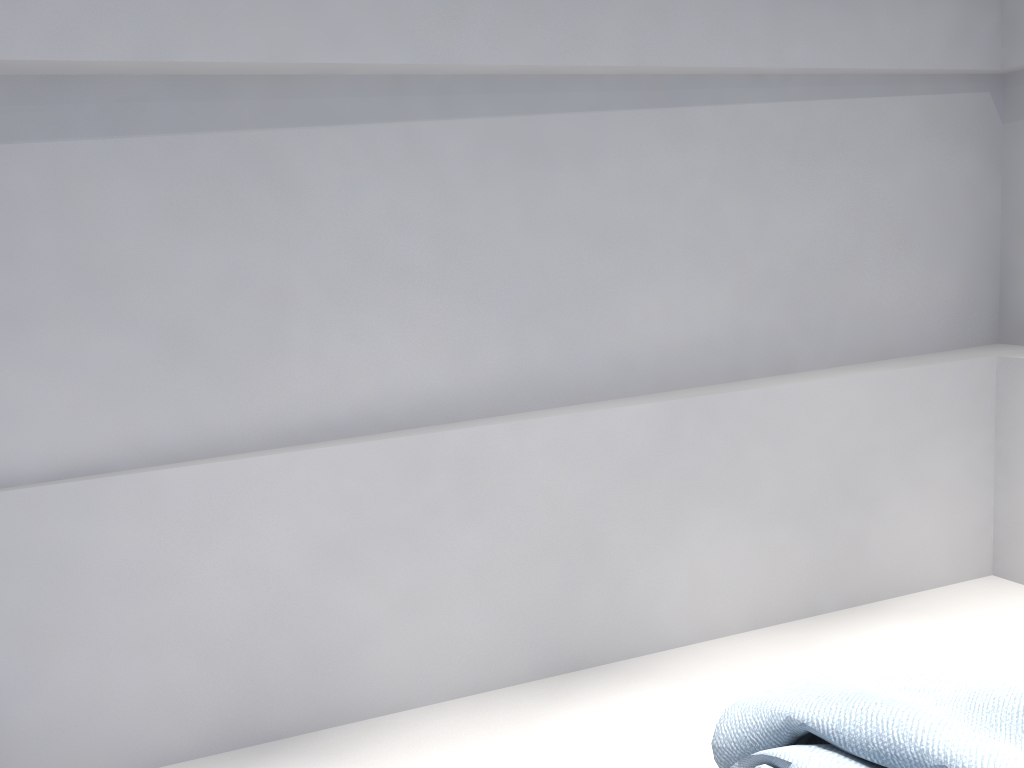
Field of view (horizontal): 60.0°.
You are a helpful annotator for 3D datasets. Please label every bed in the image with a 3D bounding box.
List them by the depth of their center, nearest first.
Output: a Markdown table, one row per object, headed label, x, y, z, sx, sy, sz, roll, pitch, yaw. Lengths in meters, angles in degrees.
| label | x | y | z | sx | sy | sz | roll | pitch | yaw |
| --- | --- | --- | --- | --- | --- | --- | --- | --- | --- |
| bed | 1.598 | 0.673 | 1.602 | 2.319 | 0.752 | 1.411 | -8 | 10 | -21 |
